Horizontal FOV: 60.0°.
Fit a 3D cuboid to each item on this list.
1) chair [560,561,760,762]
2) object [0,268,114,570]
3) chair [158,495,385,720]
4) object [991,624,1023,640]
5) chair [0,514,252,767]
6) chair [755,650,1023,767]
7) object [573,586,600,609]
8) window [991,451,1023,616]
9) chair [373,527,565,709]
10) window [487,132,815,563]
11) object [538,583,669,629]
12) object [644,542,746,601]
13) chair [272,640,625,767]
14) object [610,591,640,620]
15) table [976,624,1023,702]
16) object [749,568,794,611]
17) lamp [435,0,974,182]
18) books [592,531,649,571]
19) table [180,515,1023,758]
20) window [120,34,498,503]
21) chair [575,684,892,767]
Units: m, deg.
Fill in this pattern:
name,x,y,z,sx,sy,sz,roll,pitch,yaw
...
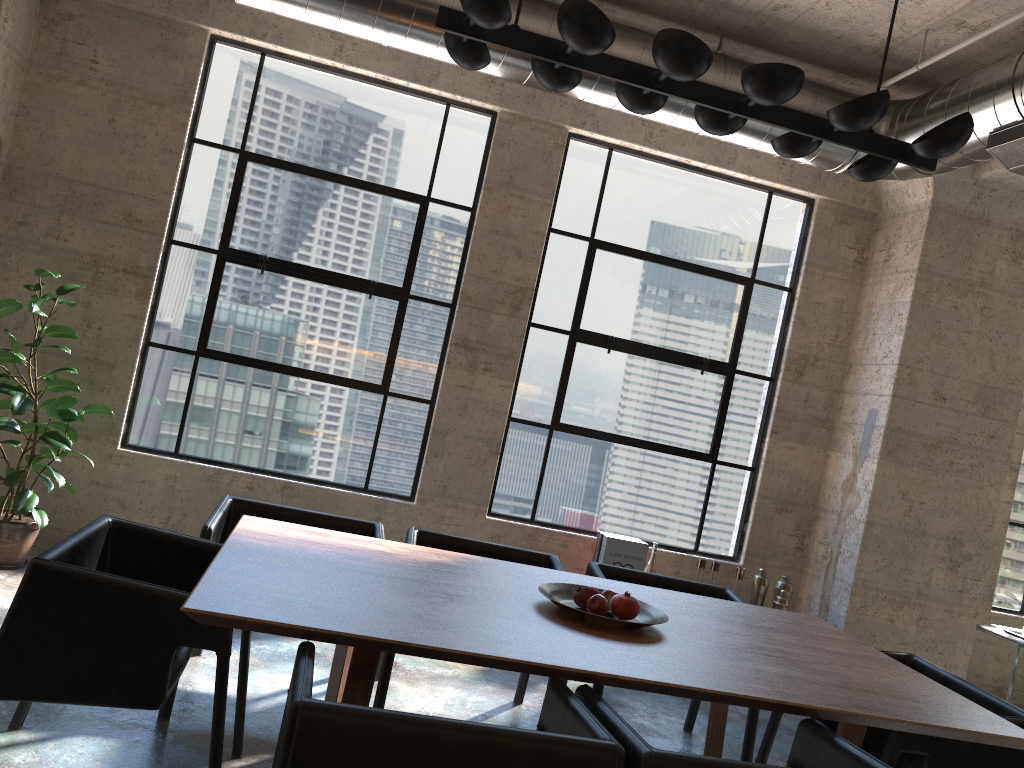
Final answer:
name,x,y,z,sx,sy,sz,roll,pitch,yaw
chair,0.643,1.251,3.909,0.707,0.738,0.754,12,-1,-6
object,-2.548,0.174,4.605,0.886,1.552,0.514,12,-1,-14
chair,-0.936,0.911,3.636,0.707,0.738,0.754,12,-1,-11
object,3.473,1.553,5.765,0.546,0.253,0.327,12,-1,-11
chair,-1.153,0.850,2.665,0.754,0.738,0.707,12,-1,-11
chair,1.367,1.394,3.160,0.754,0.738,0.707,12,-1,-11
object,0.250,0.707,2.946,0.110,0.082,0.088,12,-1,29
window,4.525,0.566,6.571,1.780,2.530,0.081,12,-1,-11
chair,-0.178,1.075,3.801,0.707,0.738,0.754,12,-1,-6
window,0.945,-0.207,5.879,1.780,2.530,0.081,12,-1,-11
object,0.299,0.726,2.927,0.435,0.079,0.435,12,-1,26
object,1.142,1.214,5.477,0.703,0.365,0.199,12,-1,1
chair,-0.214,1.040,2.016,0.707,0.738,0.754,12,-1,-11
object,0.322,0.717,2.940,0.219,0.097,0.100,11,-1,33
table,3.339,1.942,5.783,0.600,0.563,0.450,12,-1,-11
object,1.708,1.352,5.541,0.415,0.333,0.248,12,-1,25
lamp,0.758,-1.561,2.989,1.813,1.327,0.583,12,-1,-11
books,0.634,1.106,5.368,0.277,0.362,0.191,12,-1,-11
table,0.180,1.128,2.936,2.410,0.756,1.299,12,-1,-11
window,-4.151,-1.308,4.895,7.902,2.530,0.081,12,-1,-11
chair,0.492,1.193,2.144,0.707,0.738,0.754,12,-1,-11
